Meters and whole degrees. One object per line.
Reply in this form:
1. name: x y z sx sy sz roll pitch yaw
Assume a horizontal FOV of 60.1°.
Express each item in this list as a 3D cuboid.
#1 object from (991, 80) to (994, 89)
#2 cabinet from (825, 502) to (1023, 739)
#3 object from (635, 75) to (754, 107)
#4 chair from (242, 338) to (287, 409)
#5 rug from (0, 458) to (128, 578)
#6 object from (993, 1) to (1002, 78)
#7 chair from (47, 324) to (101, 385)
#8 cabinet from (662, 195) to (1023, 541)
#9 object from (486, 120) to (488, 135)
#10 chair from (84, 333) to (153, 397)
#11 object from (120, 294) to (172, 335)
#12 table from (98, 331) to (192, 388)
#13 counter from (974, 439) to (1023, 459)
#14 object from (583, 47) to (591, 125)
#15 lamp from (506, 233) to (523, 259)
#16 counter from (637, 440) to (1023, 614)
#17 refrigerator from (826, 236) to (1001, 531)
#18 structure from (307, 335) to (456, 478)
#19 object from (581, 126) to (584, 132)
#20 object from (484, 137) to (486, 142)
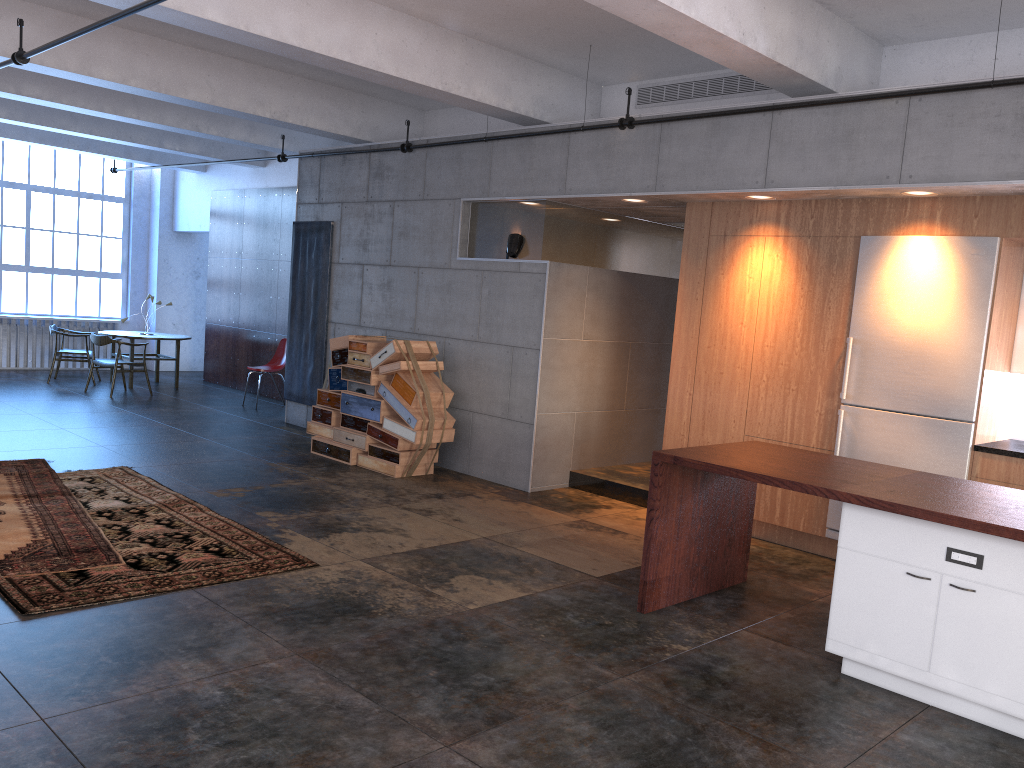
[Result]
1. object: 5.060 0.609 4.778 0.053 0.053 0.061 0 7 -39
2. cabinet: 3.906 1.368 2.911 5.519 0.932 0.942 10 8 44
3. object: 3.137 -1.101 6.702 0.059 2.873 5.818 -2 8 -44
4. chair: -3.382 -0.152 12.462 0.418 0.989 0.669 10 8 44
5. rug: -3.955 0.845 6.113 1.915 0.048 3.444 1 6 -36
6. object: 5.004 0.601 4.781 0.051 0.053 0.063 4 6 -8
7. chair: -6.597 -0.439 13.368 0.682 0.866 0.716 3 6 -19
8. cabinet: 5.049 0.190 5.825 7.921 2.567 2.429 10 8 44
9. object: 5.062 0.567 4.868 0.063 0.053 0.051 5 6 2
10. chair: -5.543 -0.271 12.495 0.713 0.866 0.685 8 7 31
11. object: -5.604 -1.076 13.605 0.791 0.625 0.234 -1 8 -43
12. table: -5.675 -0.341 13.693 1.312 0.853 1.305 5 6 -2
13. counter: 5.261 0.696 5.090 4.358 0.039 1.641 10 7 44
14. object: 4.997 0.548 4.873 0.059 0.060 0.050 3 6 -11
15. lamp: 0.028 -1.304 8.437 0.168 0.259 0.215 7 7 26
16. counter: 3.491 1.265 3.330 6.504 0.973 1.166 10 8 44
17. refrigerator: 2.850 0.057 6.349 0.934 2.195 0.224 10 8 41
18. structure: -1.376 0.161 8.983 1.869 1.318 0.651 10 8 44
19. object: 5.054 0.565 4.754 0.052 0.051 0.064 9 7 37
20. object: 5.049 0.615 4.847 0.063 0.053 0.051 4 6 -3
